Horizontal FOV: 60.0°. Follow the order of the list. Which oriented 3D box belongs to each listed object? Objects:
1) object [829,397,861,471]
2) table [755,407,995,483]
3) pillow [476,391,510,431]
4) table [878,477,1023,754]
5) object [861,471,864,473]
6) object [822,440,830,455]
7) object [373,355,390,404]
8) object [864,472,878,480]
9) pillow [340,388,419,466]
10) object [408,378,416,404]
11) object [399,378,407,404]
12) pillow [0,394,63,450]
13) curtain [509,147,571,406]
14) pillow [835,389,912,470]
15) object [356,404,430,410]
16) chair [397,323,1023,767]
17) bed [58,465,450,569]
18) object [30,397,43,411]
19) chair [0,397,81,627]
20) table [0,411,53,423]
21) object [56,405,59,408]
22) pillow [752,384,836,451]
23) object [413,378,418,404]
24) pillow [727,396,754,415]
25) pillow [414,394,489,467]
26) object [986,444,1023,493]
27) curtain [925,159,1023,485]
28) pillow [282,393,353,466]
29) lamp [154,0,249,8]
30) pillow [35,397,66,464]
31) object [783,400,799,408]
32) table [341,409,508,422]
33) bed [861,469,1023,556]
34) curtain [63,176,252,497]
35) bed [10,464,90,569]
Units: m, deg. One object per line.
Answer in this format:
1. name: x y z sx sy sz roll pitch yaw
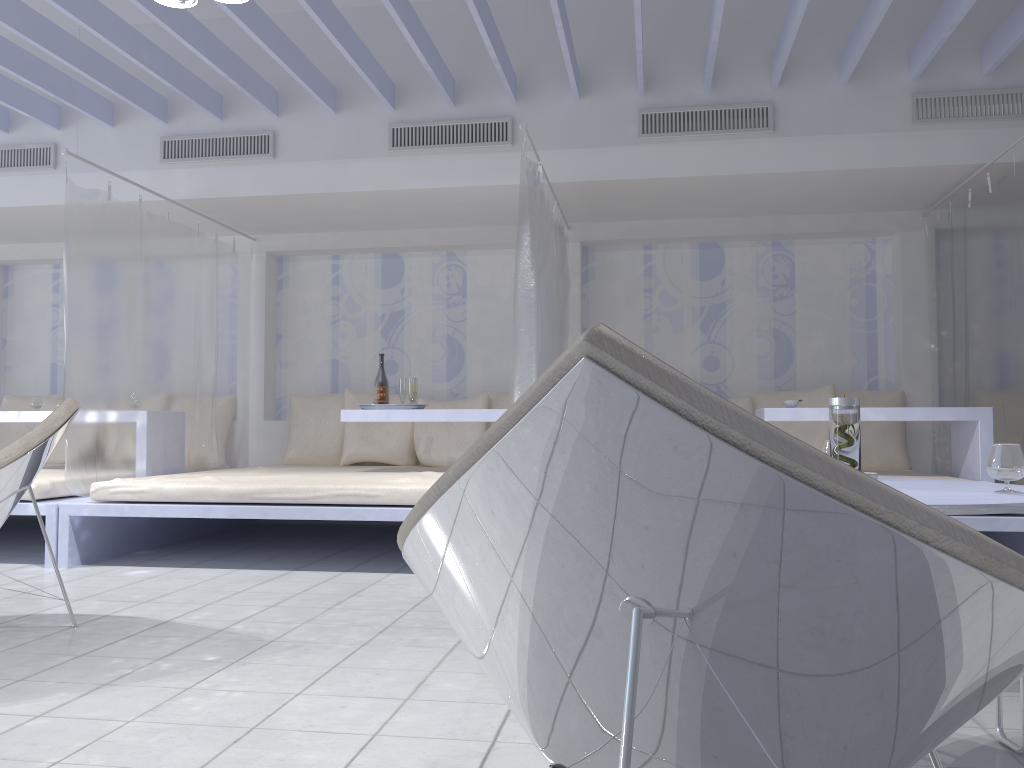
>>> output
1. object: 0.701 0.122 1.866 0.075 0.185 0.075 1 -3 -28
2. table: 1.821 0.350 4.544 1.065 0.450 0.416 0 -3 9
3. pillow: -0.030 0.294 5.814 0.572 0.510 0.231 -1 -3 10
4. table: 0.673 0.479 1.814 0.823 0.534 0.825 1 -3 -14
5. object: 0.594 0.157 1.539 0.012 0.016 0.098 0 -3 9
6. object: 0.773 0.180 2.119 0.068 0.091 0.068 0 -3 -1
7. object: -0.735 -0.017 4.991 0.092 0.302 0.092 1 -3 -23
8. object: 0.603 0.178 1.568 0.082 0.043 0.082 -1 -3 11
9. pillow: -0.872 0.289 5.913 0.537 0.527 0.233 0 -3 -11
10. object: -0.556 0.052 4.917 0.059 0.174 0.059 1 -3 -23
11. object: -0.616 0.056 4.992 0.059 0.174 0.059 1 -3 -23
12. pillow: -3.448 0.323 6.362 0.572 0.510 0.231 0 -3 8
13. curtain: 0.202 -0.220 4.770 0.151 1.552 2.050 0 -3 9
14. pillow: 2.172 0.287 5.450 0.524 0.521 0.230 0 -3 7
15. object: -0.668 0.131 4.960 0.429 0.031 0.275 -1 -3 11
16. chair: 0.231 0.334 1.130 0.906 0.759 0.753 -1 -3 27
17. bed: -0.875 0.687 4.967 2.200 0.422 2.022 0 -3 9
18. object: -2.922 0.126 5.450 0.068 0.091 0.068 -2 -3 35
19. chair: -1.785 0.416 2.818 0.753 0.759 0.906 1 -3 -21
20. table: -2.535 0.387 5.242 1.065 0.450 0.416 0 -3 9
21. object: -2.742 0.149 5.415 0.082 0.043 0.082 2 -3 -30
22. pillow: 1.742 0.266 5.494 0.537 0.527 0.233 -2 -3 29
23. object: -0.552 0.055 4.981 0.059 0.174 0.059 1 -3 -23
24. pillow: 1.234 0.292 5.519 0.528 0.482 0.307 -1 -3 14
25. pillow: -0.381 0.306 5.778 0.528 0.482 0.307 0 -3 4
26. object: 0.938 0.159 1.682 0.068 0.091 0.068 0 -3 -1
27. curtain: 2.400 -0.216 4.458 0.125 1.559 1.998 0 -3 8
28. pillow: -1.294 0.317 6.005 0.524 0.521 0.230 -1 -3 11
29. lamp: -1.175 -1.542 3.048 0.380 0.218 0.587 0 -3 9
30. pillow: -3.126 0.329 6.218 0.528 0.482 0.307 -1 -3 14
31. object: 1.466 0.109 4.661 0.082 0.043 0.082 2 -3 -30
32. table: -0.366 0.369 4.894 1.065 0.450 0.416 0 -3 9
33. bed: 1.305 0.665 4.602 2.200 0.427 2.016 0 -3 9
34. curtain: -1.963 -0.178 5.157 0.125 1.559 1.998 0 -3 8
35. bed: -3.056 0.702 5.301 2.200 0.427 2.016 0 -3 9
